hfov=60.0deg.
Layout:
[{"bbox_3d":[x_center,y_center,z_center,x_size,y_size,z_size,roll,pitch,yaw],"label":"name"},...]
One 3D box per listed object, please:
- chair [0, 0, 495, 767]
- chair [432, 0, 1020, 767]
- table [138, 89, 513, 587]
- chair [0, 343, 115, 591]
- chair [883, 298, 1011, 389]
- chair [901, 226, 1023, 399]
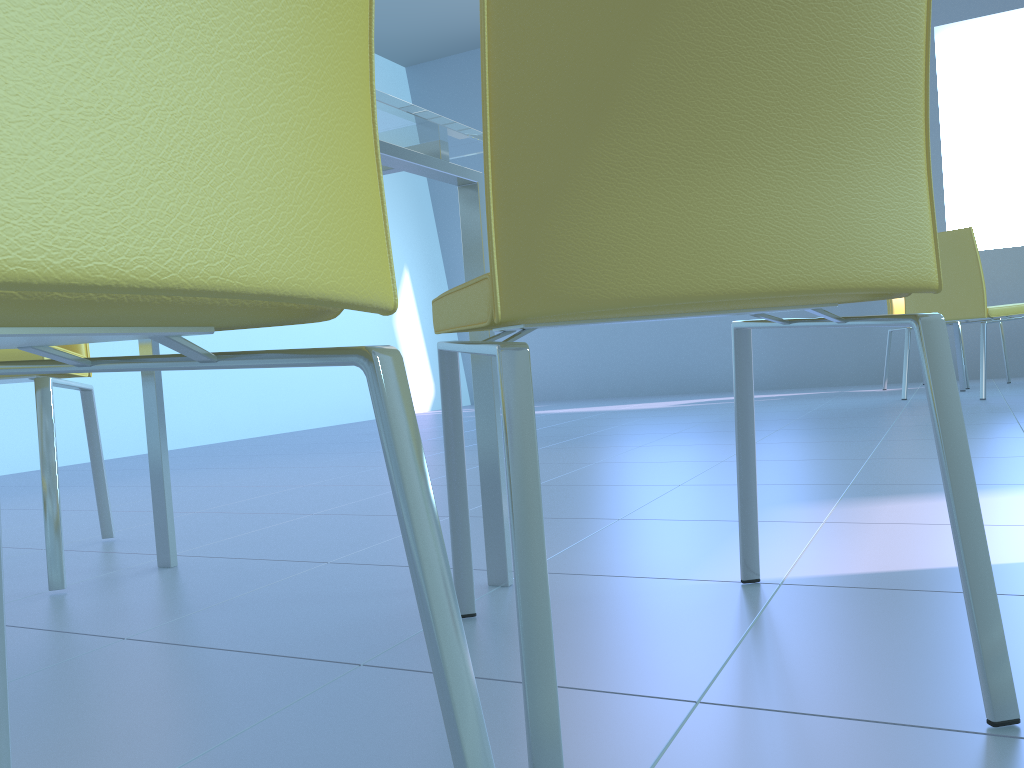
[{"bbox_3d":[-0.295,-0.040,0.381,0.484,0.695,0.387,-3,2,29],"label":"chair"},{"bbox_3d":[0.136,-0.084,0.841,0.387,0.695,0.484,-5,2,-9],"label":"chair"},{"bbox_3d":[-0.579,0.028,0.817,0.730,0.590,1.173,-3,2,27],"label":"table"},{"bbox_3d":[-0.952,-0.021,1.523,0.387,0.695,0.484,-5,2,-15],"label":"chair"},{"bbox_3d":[2.180,-0.336,4.528,0.387,0.695,0.484,-5,2,-32],"label":"chair"},{"bbox_3d":[1.963,-0.301,3.830,0.484,0.695,0.387,-5,2,-32],"label":"chair"}]
